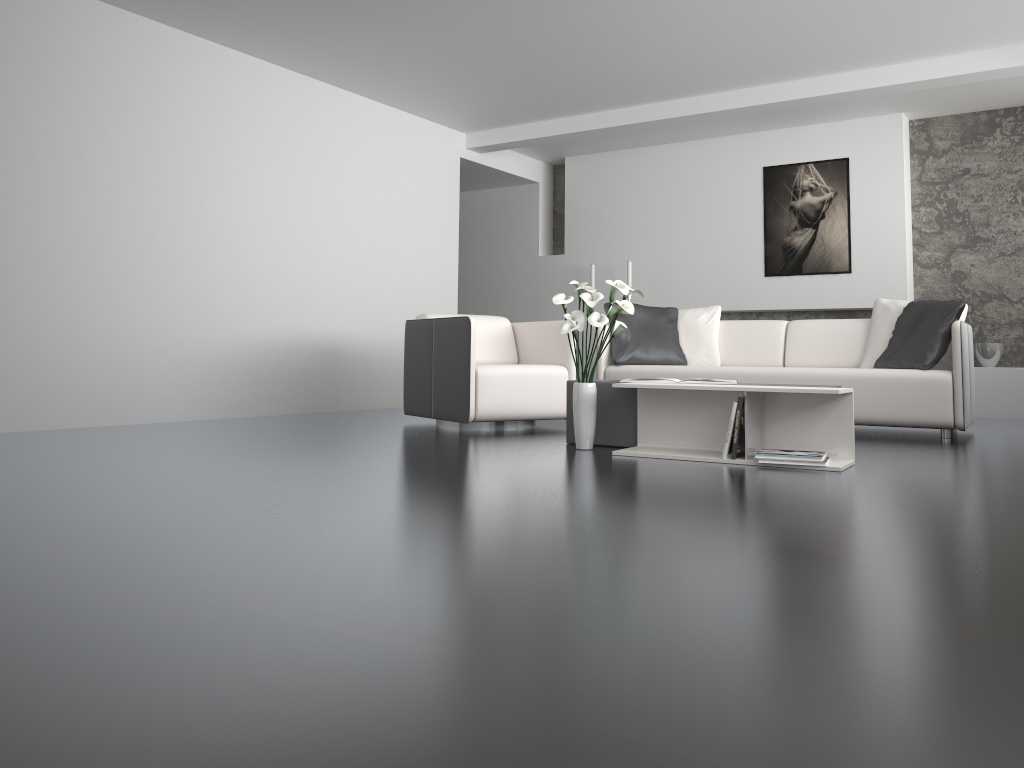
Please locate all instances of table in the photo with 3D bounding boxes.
[{"bbox_3d":[0.938,0.166,3.800,0.968,0.316,0.297,1,-1,31],"label":"table"},{"bbox_3d":[0.886,0.153,4.202,1.257,0.316,0.297,1,-1,31],"label":"table"}]

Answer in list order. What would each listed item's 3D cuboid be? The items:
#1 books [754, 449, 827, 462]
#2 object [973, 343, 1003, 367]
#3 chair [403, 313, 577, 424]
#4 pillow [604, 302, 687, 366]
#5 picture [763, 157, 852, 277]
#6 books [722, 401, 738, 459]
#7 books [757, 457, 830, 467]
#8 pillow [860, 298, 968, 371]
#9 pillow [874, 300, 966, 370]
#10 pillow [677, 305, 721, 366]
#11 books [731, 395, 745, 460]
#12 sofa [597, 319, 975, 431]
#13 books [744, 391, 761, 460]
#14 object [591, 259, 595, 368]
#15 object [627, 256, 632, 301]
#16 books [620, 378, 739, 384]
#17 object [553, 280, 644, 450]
[{"bbox_3d":[1.144,0.291,3.612,0.263,0.017,0.226,1,2,23],"label":"books"},{"bbox_3d":[3.784,-0.228,6.995,0.215,0.192,0.214,0,-1,28],"label":"object"},{"bbox_3d":[-0.164,-0.121,5.582,0.765,0.666,0.916,1,-1,-32],"label":"chair"},{"bbox_3d":[0.939,-0.348,6.133,0.565,0.453,0.276,1,-3,-12],"label":"pillow"},{"bbox_3d":[2.585,-1.456,7.742,0.744,1.013,0.004,-1,-5,33],"label":"picture"},{"bbox_3d":[0.960,0.190,3.745,0.069,0.240,0.226,-2,-3,31],"label":"books"},{"bbox_3d":[1.149,0.308,3.586,0.263,0.017,0.212,1,2,23],"label":"books"},{"bbox_3d":[2.511,-0.297,5.513,0.586,0.512,0.297,0,-3,37],"label":"pillow"},{"bbox_3d":[2.449,-0.293,5.246,0.333,0.440,0.549,1,-1,-11],"label":"pillow"},{"bbox_3d":[1.211,-0.317,6.276,0.584,0.504,0.321,0,-3,23],"label":"pillow"},{"bbox_3d":[0.987,0.178,3.732,0.050,0.265,0.232,-2,-3,31],"label":"books"},{"bbox_3d":[1.764,-0.106,5.810,2.238,0.666,0.915,1,0,31],"label":"sofa"},{"bbox_3d":[1.021,0.169,3.734,0.007,0.286,0.204,-2,-4,31],"label":"books"},{"bbox_3d":[0.786,-0.527,8.597,0.180,1.408,0.179,-3,-6,33],"label":"object"},{"bbox_3d":[1.103,-0.513,8.266,0.180,1.408,0.179,-3,-6,33],"label":"object"},{"bbox_3d":[0.812,-0.016,4.263,0.548,0.017,0.357,1,2,13],"label":"books"},{"bbox_3d":[0.399,-0.092,4.084,0.378,0.804,0.443,0,-4,16],"label":"object"}]
